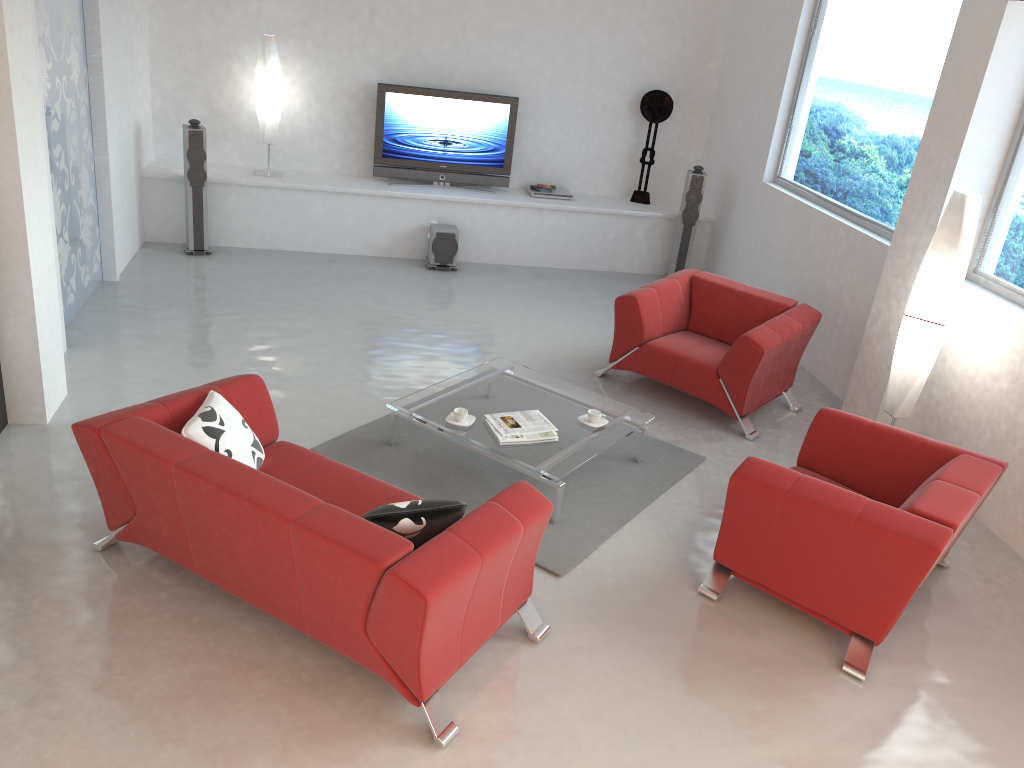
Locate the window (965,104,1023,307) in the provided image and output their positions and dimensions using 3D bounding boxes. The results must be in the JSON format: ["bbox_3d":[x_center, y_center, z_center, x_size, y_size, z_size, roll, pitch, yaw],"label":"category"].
[{"bbox_3d":[3.182,-0.978,4.122,0.100,1.800,2.400,2,24,-11],"label":"window"}]

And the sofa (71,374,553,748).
[{"bbox_3d":[-0.837,0.581,3.746,1.929,0.738,0.951,19,26,25],"label":"sofa"}]

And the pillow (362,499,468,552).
[{"bbox_3d":[-0.406,0.565,3.466,0.402,0.343,0.288,-1,25,-18],"label":"pillow"}]

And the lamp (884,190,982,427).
[{"bbox_3d":[2.423,-0.250,5.268,0.313,1.779,0.313,-1,25,-19],"label":"lamp"}]

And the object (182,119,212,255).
[{"bbox_3d":[-2.815,-1.755,7.894,0.255,1.184,0.273,-5,26,-25],"label":"object"}]

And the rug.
[{"bbox_3d":[0.031,0.416,5.274,1.700,0.025,1.700,22,28,29],"label":"rug"}]

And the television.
[{"bbox_3d":[-0.654,-2.393,8.673,1.356,0.919,0.343,2,24,-11],"label":"television"}]

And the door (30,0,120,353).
[{"bbox_3d":[-3.042,-1.694,5.993,0.240,2.550,1.600,2,24,-11],"label":"door"}]

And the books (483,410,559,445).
[{"bbox_3d":[0.053,0.235,4.930,0.367,0.035,0.345,-2,25,-21],"label":"books"}]

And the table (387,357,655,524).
[{"bbox_3d":[0.055,0.281,5.224,1.162,0.286,1.097,22,28,29],"label":"table"}]

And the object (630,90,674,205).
[{"bbox_3d":[1.403,-2.412,9.045,0.331,1.130,0.108,12,24,11],"label":"object"}]

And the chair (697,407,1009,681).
[{"bbox_3d":[1.663,0.654,4.301,0.951,0.738,1.288,24,29,34],"label":"chair"}]

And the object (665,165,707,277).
[{"bbox_3d":[1.738,-1.580,8.812,0.255,1.184,0.273,8,24,2],"label":"object"}]

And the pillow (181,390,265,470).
[{"bbox_3d":[-1.258,0.268,3.892,0.288,0.343,0.402,5,24,-5],"label":"pillow"}]

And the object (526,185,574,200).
[{"bbox_3d":[0.381,-1.961,9.064,0.430,0.045,0.352,2,24,-11],"label":"object"}]

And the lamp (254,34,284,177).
[{"bbox_3d":[-2.249,-2.566,8.204,0.263,1.239,0.263,-1,25,-19],"label":"lamp"}]

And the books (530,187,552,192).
[{"bbox_3d":[0.297,-1.980,9.010,0.190,0.015,0.135,-16,33,-42],"label":"books"}]

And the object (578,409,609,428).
[{"bbox_3d":[0.469,0.192,5.104,0.153,0.069,0.153,-15,32,-41],"label":"object"}]

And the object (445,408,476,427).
[{"bbox_3d":[-0.284,0.179,4.917,0.153,0.069,0.153,13,24,13],"label":"object"}]

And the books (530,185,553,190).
[{"bbox_3d":[0.298,-1.995,9.006,0.190,0.015,0.135,-7,28,-29],"label":"books"}]

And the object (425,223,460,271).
[{"bbox_3d":[-0.665,-1.315,8.528,0.336,0.374,0.337,2,24,-11],"label":"object"}]

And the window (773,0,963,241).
[{"bbox_3d":[2.719,-2.146,6.624,0.100,1.800,2.400,2,24,-11],"label":"window"}]

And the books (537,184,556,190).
[{"bbox_3d":[0.350,-2.005,9.006,0.190,0.015,0.135,6,24,-2],"label":"books"}]

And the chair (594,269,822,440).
[{"bbox_3d":[1.412,-0.283,6.345,1.288,0.738,0.951,24,29,34],"label":"chair"}]

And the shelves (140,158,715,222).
[{"bbox_3d":[-0.685,-1.905,8.764,5.500,0.050,0.650,2,24,-11],"label":"shelves"}]
